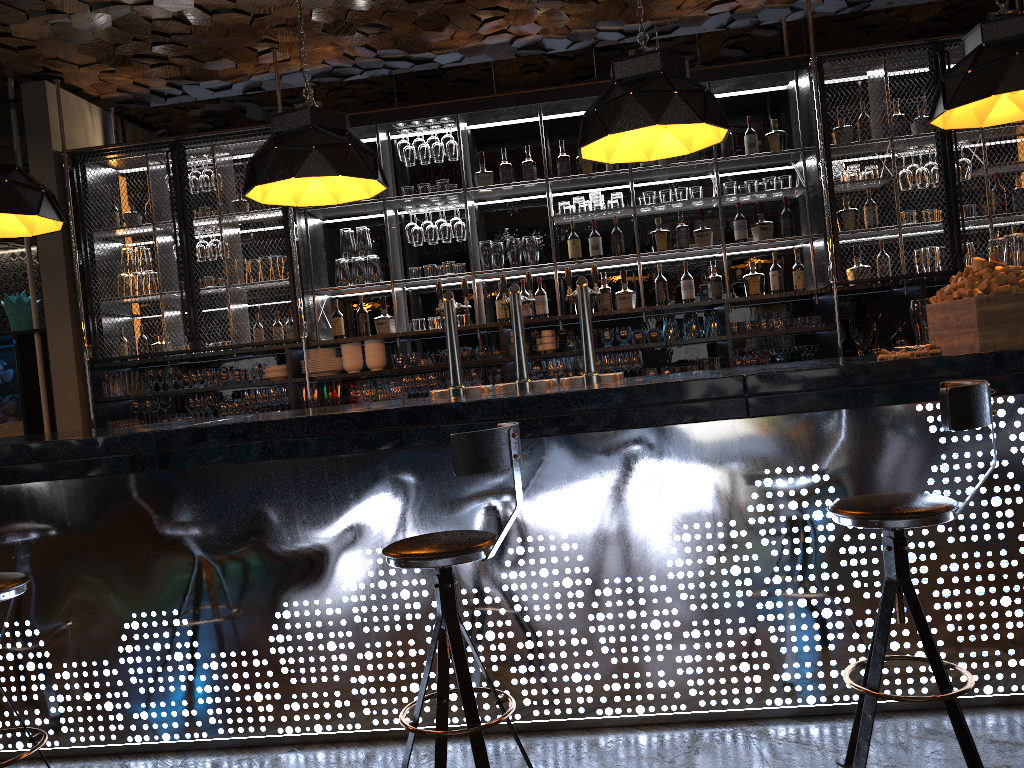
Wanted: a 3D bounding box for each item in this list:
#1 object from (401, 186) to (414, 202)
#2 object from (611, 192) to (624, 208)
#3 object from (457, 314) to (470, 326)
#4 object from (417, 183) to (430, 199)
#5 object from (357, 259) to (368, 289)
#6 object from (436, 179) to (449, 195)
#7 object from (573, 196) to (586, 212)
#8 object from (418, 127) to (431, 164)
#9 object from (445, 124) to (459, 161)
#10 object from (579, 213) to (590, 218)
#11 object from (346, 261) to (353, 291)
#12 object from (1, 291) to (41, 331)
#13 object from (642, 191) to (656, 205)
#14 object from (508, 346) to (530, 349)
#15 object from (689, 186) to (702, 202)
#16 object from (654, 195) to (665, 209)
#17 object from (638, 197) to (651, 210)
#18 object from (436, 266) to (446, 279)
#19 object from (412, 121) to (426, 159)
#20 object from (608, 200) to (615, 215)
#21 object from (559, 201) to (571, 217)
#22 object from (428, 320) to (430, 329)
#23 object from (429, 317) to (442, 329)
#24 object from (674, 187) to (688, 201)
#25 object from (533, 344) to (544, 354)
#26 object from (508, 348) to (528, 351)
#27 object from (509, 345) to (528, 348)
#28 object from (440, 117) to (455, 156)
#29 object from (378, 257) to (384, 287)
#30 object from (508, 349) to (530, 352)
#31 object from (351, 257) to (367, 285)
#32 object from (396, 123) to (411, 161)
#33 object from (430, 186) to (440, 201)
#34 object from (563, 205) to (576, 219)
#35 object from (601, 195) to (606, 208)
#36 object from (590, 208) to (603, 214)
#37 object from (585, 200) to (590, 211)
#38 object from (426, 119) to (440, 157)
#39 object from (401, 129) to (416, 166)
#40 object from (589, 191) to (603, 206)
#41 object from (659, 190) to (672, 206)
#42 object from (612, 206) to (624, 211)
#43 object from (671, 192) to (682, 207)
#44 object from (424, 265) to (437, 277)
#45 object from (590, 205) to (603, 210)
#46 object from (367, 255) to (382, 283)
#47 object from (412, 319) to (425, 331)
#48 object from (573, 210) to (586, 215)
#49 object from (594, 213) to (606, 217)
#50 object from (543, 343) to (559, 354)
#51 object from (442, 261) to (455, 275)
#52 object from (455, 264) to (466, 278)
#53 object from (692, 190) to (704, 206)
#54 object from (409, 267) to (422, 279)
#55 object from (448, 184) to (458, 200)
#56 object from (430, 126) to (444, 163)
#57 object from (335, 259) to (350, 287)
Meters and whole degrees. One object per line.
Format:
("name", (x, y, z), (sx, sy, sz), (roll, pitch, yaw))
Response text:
("object", (-0.732, -1.340, 6.250), (0.089, 0.092, 0.089), (-6, 1, -26))
("object", (0.717, -1.253, 6.045), (0.089, 0.092, 0.089), (-6, 1, -3))
("object", (-0.336, -0.438, 6.195), (0.089, 0.092, 0.089), (-5, 1, 17))
("object", (-0.614, -1.351, 6.215), (0.089, 0.092, 0.089), (-6, 1, -26))
("object", (-1.087, -0.795, 6.403), (0.105, 0.209, 0.105), (-6, 1, -39))
("object", (-0.477, -1.363, 6.150), (0.089, 0.092, 0.089), (-6, 1, -26))
("object", (0.459, -1.228, 6.063), (0.089, 0.092, 0.089), (-6, 1, -42))
("object", (-0.628, -1.692, 6.305), (0.092, 0.244, 0.092), (-6, 1, -33))
("object", (-0.428, -1.711, 6.284), (0.092, 0.244, 0.092), (-6, 1, -33))
("object", (0.508, -1.215, 6.217), (0.089, 0.092, 0.089), (-5, 1, 32))
("object", (-1.207, -0.783, 6.423), (0.105, 0.209, 0.105), (-6, 1, -39))
("object", (-3.581, -0.521, 6.481), (0.265, 0.325, 0.245), (-6, 1, 0))
("object", (0.935, -1.254, 6.022), (0.089, 0.092, 0.089), (-6, 1, -22))
("object", (0.048, -0.243, 6.074), (0.149, 0.026, 0.148), (-5, 1, 13))
("object", (1.247, -1.285, 6.011), (0.089, 0.092, 0.089), (-6, 1, -40))
("object", (1.028, -1.266, 6.183), (0.089, 0.092, 0.089), (-7, 1, -45))
("object", (0.928, -1.256, 6.187), (0.089, 0.092, 0.089), (-6, 1, -42))
("object", (-0.490, -0.793, 6.314), (0.089, 0.092, 0.089), (-5, 1, 38))
("object", (-0.645, -1.688, 6.141), (0.092, 0.244, 0.092), (-6, 1, -33))
("object", (0.709, -1.235, 6.186), (0.089, 0.092, 0.089), (-6, 1, -5))
("object", (0.362, -1.199, 6.080), (0.089, 0.092, 0.089), (-5, 1, 32))
("object", (-0.555, -0.420, 6.367), (0.089, 0.092, 0.089), (-6, 1, -22))
("object", (-0.532, -0.419, 6.180), (0.089, 0.092, 0.089), (-6, 1, -31))
("object", (1.146, -1.274, 5.987), (0.089, 0.092, 0.089), (-6, 1, -31))
("object", (0.215, -0.240, 6.136), (0.106, 0.067, 0.094), (-6, 1, -32))
("object", (0.047, -0.233, 6.075), (0.149, 0.024, 0.149), (-6, 1, 5))
("object", (0.045, -0.253, 6.074), (0.149, 0.025, 0.149), (-6, 1, -32))
("object", (-0.444, -1.707, 6.120), (0.092, 0.244, 0.092), (-6, 1, -33))
("object", (-0.979, -0.805, 6.381), (0.105, 0.209, 0.105), (-6, 1, -39))
("object", (0.049, -0.221, 6.075), (0.149, 0.023, 0.149), (-6, 1, -10))
("object", (-1.090, -0.792, 6.294), (0.105, 0.209, 0.105), (-6, 1, -39))
("object", (-0.754, -1.677, 6.153), (0.092, 0.244, 0.092), (-6, 1, -33))
("object", (-0.553, -1.359, 6.332), (0.089, 0.092, 0.089), (-5, 1, 17))
("object", (0.401, -1.205, 6.240), (0.089, 0.092, 0.089), (-6, 1, -22))
("object", (0.610, -1.274, 6.230), (0.089, 0.092, 0.089), (-5, 1, 32))
("object", (0.579, -1.220, 6.089), (0.089, 0.092, 0.089), (-6, 1, -5))
("object", (0.506, -1.236, 6.217), (0.089, 0.092, 0.089), (-5, 1, 32))
("object", (-0.547, -1.697, 6.131), (0.092, 0.244, 0.092), (-6, 1, -33))
("object", (-0.737, -1.682, 6.317), (0.092, 0.244, 0.092), (-6, 1, -33))
("object", (0.574, -1.268, 6.089), (0.089, 0.092, 0.089), (-6, 1, 2))
("object", (1.044, -1.265, 6.023), (0.089, 0.092, 0.089), (-6, 1, -31))
("object", (0.719, -1.233, 6.045), (0.089, 0.092, 0.089), (-5, 1, 32))
("object", (1.139, -1.276, 6.133), (0.089, 0.092, 0.089), (-6, 1, 5))
("object", (-0.571, -0.783, 6.210), (0.089, 0.092, 0.089), (-6, 1, -16))
("object", (0.577, -1.242, 6.089), (0.089, 0.092, 0.089), (-6, 1, -5))
("object", (-0.977, -0.803, 6.270), (0.105, 0.209, 0.105), (-6, 1, -39))
("object", (-0.649, -0.408, 6.206), (0.089, 0.092, 0.089), (-6, 1, -22))
("object", (0.460, -1.208, 6.064), (0.089, 0.092, 0.089), (-6, 1, -22))
("object", (0.615, -1.226, 6.231), (0.089, 0.092, 0.089), (-5, 1, 32))
("object", (0.261, -0.243, 6.038), (0.106, 0.067, 0.094), (-6, 1, -6))
("object", (-0.435, -0.795, 6.134), (0.089, 0.092, 0.089), (-6, 1, -10))
("object", (-0.371, -0.805, 6.309), (0.089, 0.092, 0.089), (-6, 1, -10))
("object", (1.285, -1.291, 6.147), (0.089, 0.092, 0.089), (-6, 1, -20))
("object", (-0.680, -0.774, 6.265), (0.089, 0.092, 0.089), (-6, 1, -16))
("object", (-0.428, -1.371, 6.330), (0.089, 0.092, 0.089), (-6, 1, -26))
("object", (-0.530, -1.702, 6.295), (0.092, 0.244, 0.092), (-6, 1, -33))
("object", (-1.208, -0.781, 6.305), (0.105, 0.209, 0.105), (-6, 1, -39))
